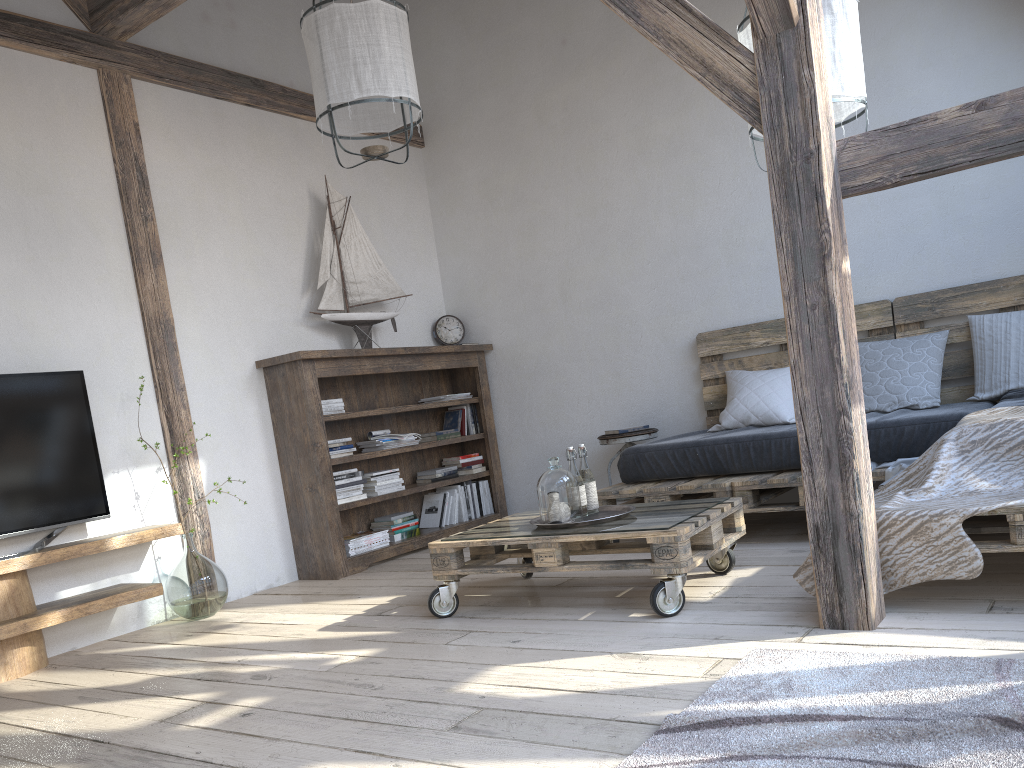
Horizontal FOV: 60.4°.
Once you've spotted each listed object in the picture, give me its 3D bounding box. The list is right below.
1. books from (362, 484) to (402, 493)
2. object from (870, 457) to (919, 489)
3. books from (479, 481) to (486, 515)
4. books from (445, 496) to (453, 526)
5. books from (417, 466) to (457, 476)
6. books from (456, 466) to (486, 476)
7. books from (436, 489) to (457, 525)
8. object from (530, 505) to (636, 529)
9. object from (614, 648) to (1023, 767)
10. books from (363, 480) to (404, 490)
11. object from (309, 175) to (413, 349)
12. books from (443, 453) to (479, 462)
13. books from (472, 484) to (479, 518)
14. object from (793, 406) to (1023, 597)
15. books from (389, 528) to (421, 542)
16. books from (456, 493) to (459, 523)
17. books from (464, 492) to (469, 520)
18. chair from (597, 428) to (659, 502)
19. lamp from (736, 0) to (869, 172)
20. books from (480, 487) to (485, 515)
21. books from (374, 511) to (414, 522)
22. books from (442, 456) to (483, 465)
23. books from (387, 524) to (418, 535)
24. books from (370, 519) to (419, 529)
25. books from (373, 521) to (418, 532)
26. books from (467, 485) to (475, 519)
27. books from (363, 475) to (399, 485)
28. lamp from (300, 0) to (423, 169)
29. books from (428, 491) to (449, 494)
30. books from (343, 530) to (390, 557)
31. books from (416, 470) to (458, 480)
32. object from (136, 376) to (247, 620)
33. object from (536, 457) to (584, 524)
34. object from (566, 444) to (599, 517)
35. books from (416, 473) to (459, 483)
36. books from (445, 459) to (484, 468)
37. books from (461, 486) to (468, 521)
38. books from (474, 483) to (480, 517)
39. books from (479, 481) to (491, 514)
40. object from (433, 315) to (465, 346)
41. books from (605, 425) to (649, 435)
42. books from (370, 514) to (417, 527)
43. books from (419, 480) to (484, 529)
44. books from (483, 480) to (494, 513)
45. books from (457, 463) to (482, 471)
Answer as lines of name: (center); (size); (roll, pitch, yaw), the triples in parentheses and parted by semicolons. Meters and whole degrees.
books: (-0.759, 0.595, 5.009); (0.158, 0.017, 0.217); (-9, -2, 35)
object: (1.630, 0.415, 3.326); (0.507, 0.279, 0.701); (-8, -1, 20)
books: (-0.250, 0.748, 5.724); (0.159, 0.221, 0.021); (-6, 5, 35)
books: (-0.433, 0.787, 5.437); (0.140, 0.176, 0.093); (-6, 4, 35)
books: (-0.465, 0.540, 5.455); (0.153, 0.024, 0.225); (-9, -2, 31)
books: (-0.301, 0.563, 5.656); (0.220, 0.031, 0.160); (-9, -2, 28)
books: (-0.415, 0.767, 5.463); (0.158, 0.214, 0.089); (-6, 5, 35)
object: (0.262, 0.492, 3.256); (0.391, 0.022, 0.397); (-7, -2, -35)
object: (0.621, 0.633, 0.450); (2.203, 0.057, 3.151); (-9, -2, 36)
books: (-0.750, 0.577, 5.020); (0.158, 0.017, 0.217); (-10, -2, 40)
object: (-0.875, -0.672, 5.002); (0.141, 1.000, 0.779); (-4, 5, 40)
books: (-0.330, 0.472, 5.674); (0.144, 0.019, 0.199); (-9, -2, 35)
books: (-0.292, 0.751, 5.628); (0.158, 0.222, 0.017); (-6, 5, 35)
object: (1.401, 0.340, 2.542); (1.001, 0.477, 0.813); (-8, 0, -25)
books: (-0.672, 0.880, 5.121); (0.174, 0.039, 0.220); (-9, -2, 35)
books: (-0.390, 0.779, 5.490); (0.140, 0.185, 0.064); (-6, 5, 35)
books: (-0.344, 0.774, 5.555); (0.140, 0.187, 0.018); (-6, 5, 35)
chair: (0.693, 0.528, 5.019); (0.356, 0.525, 0.349); (-6, 4, 39)
lamp: (0.959, -1.547, 3.074); (0.406, 1.530, 0.398); (-9, 5, -13)
books: (-0.244, 0.763, 5.698); (0.140, 0.187, 0.018); (-6, 5, 35)
books: (-0.686, 0.772, 5.130); (0.133, 0.021, 0.197); (-9, -2, 34)
books: (-0.319, 0.491, 5.650); (0.158, 0.021, 0.216); (-10, -2, 39)
books: (-0.674, 0.851, 5.119); (0.159, 0.021, 0.222); (-9, -2, 31)
books: (-0.685, 0.814, 5.131); (0.174, 0.013, 0.227); (-10, -2, 38)
books: (-0.677, 0.830, 5.118); (0.159, 0.021, 0.222); (-9, -2, 36)
books: (-0.320, 0.754, 5.599); (0.159, 0.221, 0.021); (-6, 5, 35)
books: (-0.755, 0.547, 5.010); (0.140, 0.018, 0.182); (-9, -2, 35)
lamp: (-0.589, -1.384, 3.262); (0.398, 1.093, 0.405); (-9, 5, -14)
books: (-0.469, 0.777, 5.446); (0.158, 0.207, 0.106); (-6, 4, 35)
books: (-0.858, 0.874, 4.839); (0.239, 0.088, 0.313); (-9, -1, 35)
books: (-0.463, 0.562, 5.455); (0.161, 0.023, 0.209); (-9, -2, 35)
object: (-1.455, 0.508, 4.087); (0.276, 1.129, 0.508); (-6, 5, 22)
object: (0.168, 0.388, 3.208); (0.156, 0.249, 0.154); (-8, 3, 4)
object: (0.260, 0.367, 3.340); (0.071, 0.270, 0.152); (-5, 5, 35)
books: (-0.463, 0.586, 5.450); (0.153, 0.024, 0.225); (-10, -2, 44)
books: (-0.307, 0.513, 5.655); (0.162, 0.026, 0.200); (-10, -2, 43)
books: (-0.356, 0.758, 5.538); (0.158, 0.222, 0.017); (-6, 5, 35)
books: (-0.287, 0.752, 5.670); (0.159, 0.221, 0.021); (-6, 5, 35)
books: (-0.222, 0.744, 5.732); (0.159, 0.221, 0.021); (-6, 5, 35)
object: (-0.410, -0.344, 5.736); (0.203, 0.211, 0.082); (-9, 4, -18)
books: (0.649, 0.259, 4.973); (0.203, 0.021, 0.150); (-7, -2, -25)
books: (-0.690, 0.796, 5.129); (0.175, 0.025, 0.218); (-9, -2, 30)
books: (-0.392, 0.750, 5.537); (0.203, 0.250, 0.406); (-6, 1, 36)
books: (-0.205, 0.742, 5.753); (0.158, 0.222, 0.035); (-6, 5, 35)
books: (-0.314, 0.538, 5.651); (0.206, 0.021, 0.148); (-9, -2, 24)
